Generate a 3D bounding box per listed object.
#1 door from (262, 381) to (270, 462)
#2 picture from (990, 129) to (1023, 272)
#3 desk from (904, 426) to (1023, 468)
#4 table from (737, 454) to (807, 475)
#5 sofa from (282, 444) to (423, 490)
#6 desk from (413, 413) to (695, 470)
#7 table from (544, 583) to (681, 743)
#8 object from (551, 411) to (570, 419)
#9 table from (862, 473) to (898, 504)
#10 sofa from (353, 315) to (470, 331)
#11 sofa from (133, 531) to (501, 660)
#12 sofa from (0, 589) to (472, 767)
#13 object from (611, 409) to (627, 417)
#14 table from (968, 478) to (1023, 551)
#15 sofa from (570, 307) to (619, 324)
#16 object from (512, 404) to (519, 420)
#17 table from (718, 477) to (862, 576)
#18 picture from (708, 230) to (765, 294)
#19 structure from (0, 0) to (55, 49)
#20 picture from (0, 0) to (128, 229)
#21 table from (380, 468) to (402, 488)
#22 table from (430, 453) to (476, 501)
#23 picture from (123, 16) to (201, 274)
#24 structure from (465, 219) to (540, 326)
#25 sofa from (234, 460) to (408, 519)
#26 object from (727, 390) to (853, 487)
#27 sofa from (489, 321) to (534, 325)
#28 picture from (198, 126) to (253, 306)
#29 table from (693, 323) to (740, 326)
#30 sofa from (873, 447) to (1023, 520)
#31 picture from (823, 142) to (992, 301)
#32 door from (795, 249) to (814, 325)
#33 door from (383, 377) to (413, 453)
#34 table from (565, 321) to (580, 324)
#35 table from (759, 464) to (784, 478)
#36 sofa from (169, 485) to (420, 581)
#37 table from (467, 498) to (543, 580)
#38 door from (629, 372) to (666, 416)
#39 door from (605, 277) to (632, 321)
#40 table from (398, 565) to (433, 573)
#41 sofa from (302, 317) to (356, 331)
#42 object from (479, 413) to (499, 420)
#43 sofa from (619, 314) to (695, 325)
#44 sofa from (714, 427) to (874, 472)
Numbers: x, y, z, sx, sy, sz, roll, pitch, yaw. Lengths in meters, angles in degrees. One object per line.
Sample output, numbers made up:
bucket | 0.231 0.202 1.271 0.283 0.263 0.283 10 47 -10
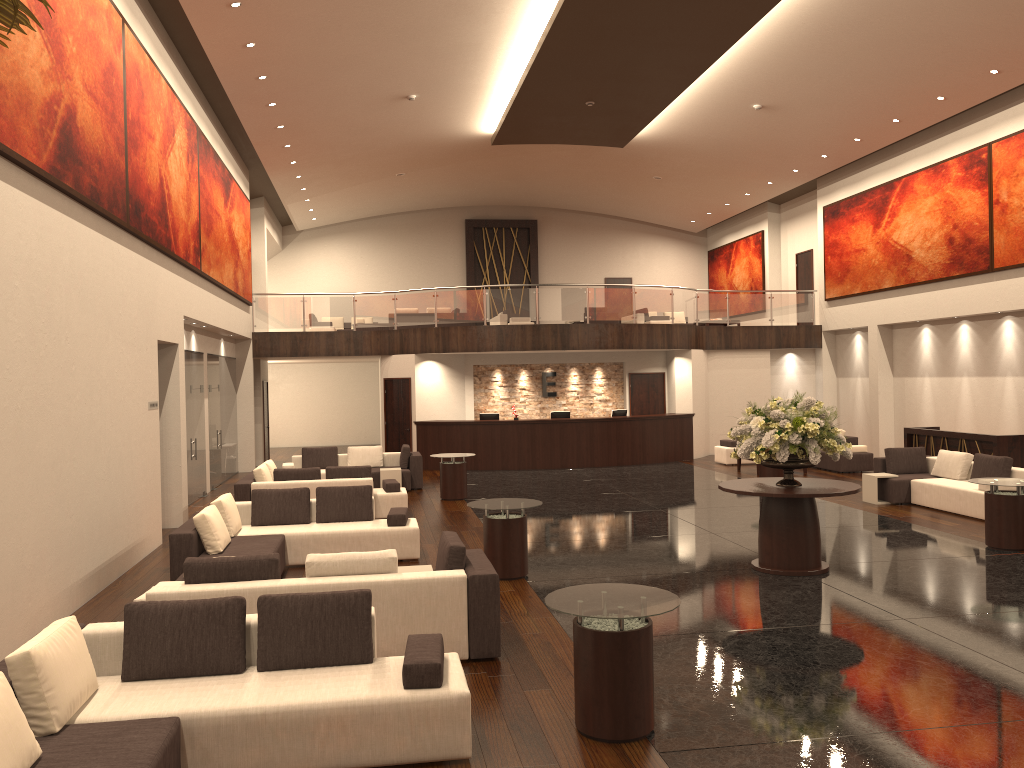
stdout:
door | -6.678 1.029 24.032 0.104 2.232 0.990 -1 0 -9
picture | 9.714 -3.441 15.044 0.070 2.526 4.515 -1 0 -9
desk | 8.169 1.364 15.999 0.700 1.043 2.606 -1 0 -9
table | 5.666 1.727 19.385 1.100 0.380 1.100 -1 0 -9
sofa | -3.222 1.686 17.660 2.846 0.862 1.291 -1 0 -9
desk | 1.187 1.407 21.764 7.146 1.171 1.674 -1 0 -7
table | 0.625 1.724 5.469 0.844 0.795 0.833 -1 1 42
object | 1.184 0.914 21.577 0.483 0.485 0.189 -1 0 -9
table | 6.043 1.714 14.552 0.400 0.460 0.400 -1 0 -9
sofa | -3.091 -1.804 26.910 3.366 0.862 2.586 -1 0 -9
sofa | -1.586 1.726 7.209 2.846 0.862 1.291 -1 0 -9
sofa | -1.399 1.744 4.147 2.586 0.862 3.366 -1 0 -9
object | 2.667 0.880 21.990 0.483 0.485 0.189 -1 0 -34
table | 5.970 1.573 10.680 0.844 0.795 0.833 -1 1 42
sofa | 2.398 -1.931 28.274 1.291 0.862 2.846 -1 0 -9
object | 0.085 0.662 21.139 0.163 0.390 0.165 -1 0 -1
table | 3.068 1.578 9.820 1.498 0.921 1.498 -1 0 -18
picture | 7.433 -3.497 29.616 0.070 2.526 4.515 -1 0 -9
structure | -1.132 -0.105 0.024 2.436 4.611 2.531 -2 1 -37
picture | -4.270 -3.096 8.284 0.070 2.526 4.515 -1 0 -9
table | -2.341 1.873 17.133 0.400 0.460 0.400 -1 0 -9
table | -1.060 1.684 16.050 0.833 0.795 0.844 -1 0 30
picture | -4.969 -3.113 12.747 0.070 2.526 4.515 -1 0 -9
structure | -0.330 -3.580 30.807 2.524 4.236 0.187 -1 0 -9
sofa | -3.122 1.703 15.034 2.586 0.862 3.366 -1 0 -9
object | 3.021 0.571 9.811 1.402 1.097 1.453 -1 1 37
sofa | 0.082 -1.880 28.038 1.291 0.862 2.846 -1 0 -9
picture | -5.822 -3.134 18.193 0.070 2.526 6.485 -1 0 -9
table | 6.405 -1.771 27.773 1.100 0.380 1.100 -1 0 -9
sofa | 6.810 1.500 13.877 1.291 0.862 2.846 -1 0 -9
picture | 8.861 -3.462 20.490 0.070 2.526 6.485 -1 0 -9
door | 8.500 -2.726 25.698 0.104 2.232 0.990 -1 0 -9
door | -2.804 0.962 21.905 0.990 2.232 0.104 -1 1 42
table | 1.874 -1.711 27.400 0.400 0.460 0.400 -1 0 -9
table | 4.981 1.549 16.996 0.833 0.795 0.844 -1 0 30
sofa | -2.277 1.723 9.751 2.586 0.862 3.366 -1 0 -9
table | -0.071 1.708 9.735 0.844 0.795 0.833 -1 1 42
door | 3.578 0.813 23.395 0.990 2.232 0.104 -1 0 -9
door | 3.813 -2.669 31.551 0.990 2.232 0.104 -1 0 -9
table | -0.909 1.908 7.982 0.400 0.460 0.400 -1 0 -9
sofa | -4.905 -1.775 28.145 3.366 0.862 2.586 -1 0 -9
object | -0.547 0.951 21.580 0.483 0.485 0.189 -1 0 6
sofa | 5.447 -1.998 28.726 3.366 0.862 2.586 -1 0 -9
sofa | 6.401 1.463 20.337 2.586 0.862 3.366 -1 0 -9
